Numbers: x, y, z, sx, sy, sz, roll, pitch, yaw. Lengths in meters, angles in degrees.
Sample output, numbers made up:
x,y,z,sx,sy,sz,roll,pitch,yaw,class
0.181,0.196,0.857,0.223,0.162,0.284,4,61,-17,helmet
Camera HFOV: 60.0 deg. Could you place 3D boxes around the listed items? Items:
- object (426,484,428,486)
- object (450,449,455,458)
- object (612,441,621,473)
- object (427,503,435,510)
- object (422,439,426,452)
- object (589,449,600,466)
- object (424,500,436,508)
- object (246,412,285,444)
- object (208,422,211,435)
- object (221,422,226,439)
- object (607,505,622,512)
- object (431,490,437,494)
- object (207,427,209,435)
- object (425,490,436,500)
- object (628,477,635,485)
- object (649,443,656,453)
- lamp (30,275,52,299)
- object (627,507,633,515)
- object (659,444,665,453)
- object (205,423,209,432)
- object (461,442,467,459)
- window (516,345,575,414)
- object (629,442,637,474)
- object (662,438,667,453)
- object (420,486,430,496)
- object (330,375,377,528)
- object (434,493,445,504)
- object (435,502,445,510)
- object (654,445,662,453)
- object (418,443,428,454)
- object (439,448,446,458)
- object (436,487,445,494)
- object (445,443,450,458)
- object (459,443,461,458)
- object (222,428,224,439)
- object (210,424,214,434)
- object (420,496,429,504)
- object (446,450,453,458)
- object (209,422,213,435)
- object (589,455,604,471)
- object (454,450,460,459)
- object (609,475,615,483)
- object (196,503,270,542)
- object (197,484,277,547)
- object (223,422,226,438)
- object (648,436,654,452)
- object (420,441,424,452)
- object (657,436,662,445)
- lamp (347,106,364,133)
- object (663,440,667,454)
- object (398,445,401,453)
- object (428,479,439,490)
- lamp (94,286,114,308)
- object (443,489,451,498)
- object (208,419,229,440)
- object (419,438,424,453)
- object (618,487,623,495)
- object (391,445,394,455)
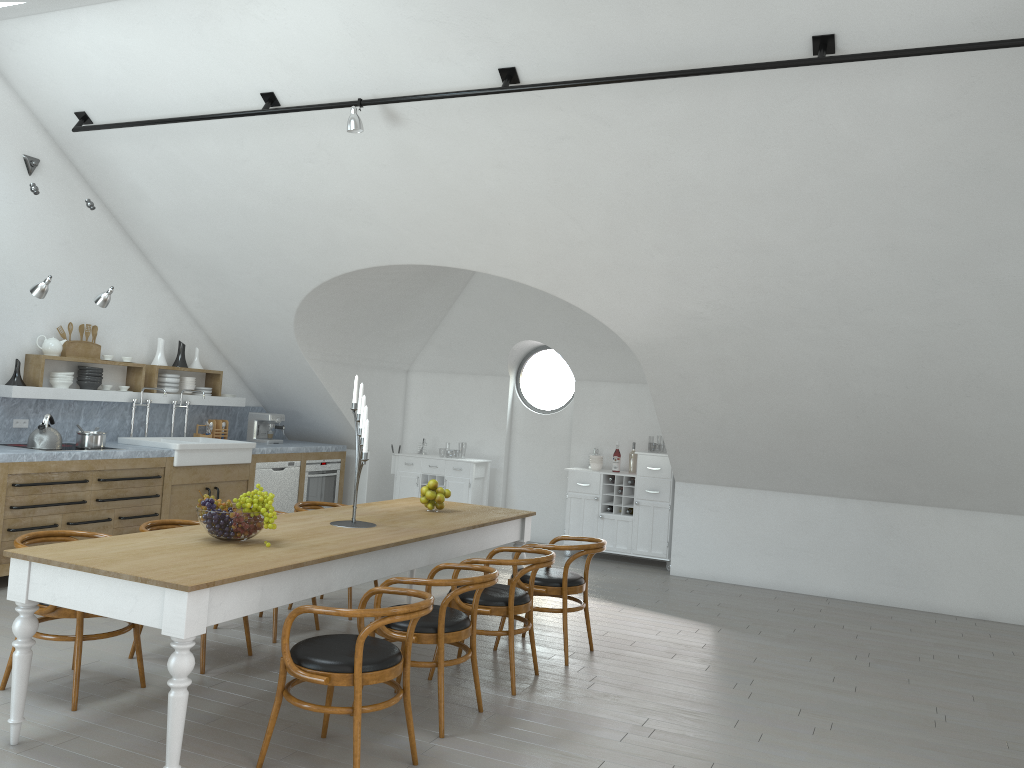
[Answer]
x,y,z,sx,sy,sz,roll,pitch,yaw,class
-0.558,0.706,6.011,0.062,0.060,0.062,3,-2,25,object
-0.662,0.793,10.061,0.094,0.093,0.093,3,-2,12,object
1.115,0.772,9.413,0.081,0.330,0.081,3,-3,20,object
-0.540,0.814,5.897,0.050,0.050,0.051,3,-3,28,object
-1.027,0.723,10.335,0.039,0.164,0.024,2,-4,37,object
0.904,0.805,9.722,0.115,0.209,0.065,3,-3,26,object
-0.552,0.800,5.964,0.080,0.074,0.078,5,-2,-21,object
-2.595,0.480,9.550,0.387,0.321,0.324,3,-2,24,object
-3.106,0.487,9.083,0.023,0.196,0.018,3,-3,19,object
-3.024,0.494,9.275,0.040,0.193,0.042,5,-3,-16,object
1.101,1.310,9.342,0.156,0.085,0.330,3,-2,25,object
-0.523,0.723,5.973,0.053,0.051,0.052,4,-2,-5,object
-3.110,0.495,9.057,0.019,0.179,0.044,5,-3,-11,object
-0.537,0.736,5.868,0.071,0.064,0.072,3,-2,17,object
1.279,1.018,9.274,0.088,0.085,0.359,3,-2,24,object
1.449,0.661,9.156,0.081,0.105,0.081,5,-3,-28,object
-3.473,-0.715,6.526,0.164,0.178,0.115,2,-3,42,lamp
1.257,1.322,9.264,0.081,0.081,0.358,3,-2,22,object
1.567,0.675,9.277,0.071,0.099,0.071,2,-3,32,object
-3.132,0.482,9.097,0.040,0.193,0.042,6,-3,-28,object
-0.545,0.753,9.992,0.063,0.187,0.063,3,-3,9,object
0.429,-0.049,10.330,0.900,0.901,0.060,3,-3,24,window
1.277,0.780,9.334,0.085,0.331,0.085,5,-3,-17,object
1.613,0.635,9.337,0.063,0.187,0.063,3,-3,10,object
-0.580,0.718,5.927,0.066,0.071,0.072,4,-2,-6,object
-0.883,0.374,5.179,0.265,0.876,0.774,4,-2,-2,object
-0.480,0.761,5.885,0.071,0.072,0.070,4,-2,-11,object
-0.483,0.811,5.939,0.063,0.063,0.063,2,-3,35,object
1.509,0.676,9.217,0.077,0.085,0.077,2,-3,32,object
-1.045,0.756,10.351,0.101,0.138,0.066,3,-3,24,object
-0.789,0.777,9.978,0.082,0.105,0.081,2,-3,37,object
-0.480,0.717,5.920,0.058,0.057,0.053,2,-3,39,object
-0.731,0.750,10.039,0.048,0.169,0.048,3,-3,12,object
-0.584,0.755,10.043,0.054,0.179,0.054,4,-3,1,object
-3.027,0.498,9.291,0.018,0.196,0.020,7,-4,-44,object
-3.091,0.498,9.090,0.044,0.179,0.019,3,-3,9,object
-0.584,0.772,5.899,0.060,0.056,0.059,3,-2,19,object
-0.703,0.793,9.978,0.077,0.085,0.077,3,-2,12,object
-3.088,0.485,9.077,0.040,0.193,0.042,6,-3,-29,object
0.900,0.844,9.474,0.157,0.160,0.154,6,-3,-38,object
-0.620,0.792,9.979,0.071,0.099,0.071,6,-3,-43,object
1.094,1.004,9.367,0.093,0.094,0.358,3,-2,25,object
-1.348,0.679,4.292,0.360,0.160,0.359,4,-2,5,object
-1.326,0.617,4.272,0.393,0.285,0.292,4,-2,-12,object
-3.026,0.498,9.302,0.019,0.196,0.022,2,-3,25,object
1.449,0.630,9.239,0.048,0.169,0.048,6,-4,-33,object
-1.039,0.736,10.358,0.097,0.137,0.029,3,-3,27,object
1.550,0.635,9.345,0.054,0.179,0.054,3,-3,18,object
-1.044,-1.770,5.933,0.112,0.175,0.114,5,-3,-13,lamp
1.583,0.649,9.181,0.046,0.143,0.046,2,-4,35,object
-1.308,0.835,10.194,0.029,0.269,0.088,6,-4,-39,object
-0.528,0.674,5.937,0.072,0.074,0.072,3,-2,24,object
-3.235,-0.690,7.051,0.169,0.176,0.112,3,-3,16,lamp
-0.439,0.737,5.958,0.063,0.063,0.062,4,-2,-13,object
-3.072,0.483,9.260,0.104,0.223,0.200,3,-3,24,object
-1.050,0.720,10.361,0.039,0.175,0.054,3,-3,24,object
1.181,1.120,9.326,0.085,0.085,0.330,3,-2,24,object
-1.358,0.832,10.217,0.088,0.269,0.029,4,-3,-3,object
